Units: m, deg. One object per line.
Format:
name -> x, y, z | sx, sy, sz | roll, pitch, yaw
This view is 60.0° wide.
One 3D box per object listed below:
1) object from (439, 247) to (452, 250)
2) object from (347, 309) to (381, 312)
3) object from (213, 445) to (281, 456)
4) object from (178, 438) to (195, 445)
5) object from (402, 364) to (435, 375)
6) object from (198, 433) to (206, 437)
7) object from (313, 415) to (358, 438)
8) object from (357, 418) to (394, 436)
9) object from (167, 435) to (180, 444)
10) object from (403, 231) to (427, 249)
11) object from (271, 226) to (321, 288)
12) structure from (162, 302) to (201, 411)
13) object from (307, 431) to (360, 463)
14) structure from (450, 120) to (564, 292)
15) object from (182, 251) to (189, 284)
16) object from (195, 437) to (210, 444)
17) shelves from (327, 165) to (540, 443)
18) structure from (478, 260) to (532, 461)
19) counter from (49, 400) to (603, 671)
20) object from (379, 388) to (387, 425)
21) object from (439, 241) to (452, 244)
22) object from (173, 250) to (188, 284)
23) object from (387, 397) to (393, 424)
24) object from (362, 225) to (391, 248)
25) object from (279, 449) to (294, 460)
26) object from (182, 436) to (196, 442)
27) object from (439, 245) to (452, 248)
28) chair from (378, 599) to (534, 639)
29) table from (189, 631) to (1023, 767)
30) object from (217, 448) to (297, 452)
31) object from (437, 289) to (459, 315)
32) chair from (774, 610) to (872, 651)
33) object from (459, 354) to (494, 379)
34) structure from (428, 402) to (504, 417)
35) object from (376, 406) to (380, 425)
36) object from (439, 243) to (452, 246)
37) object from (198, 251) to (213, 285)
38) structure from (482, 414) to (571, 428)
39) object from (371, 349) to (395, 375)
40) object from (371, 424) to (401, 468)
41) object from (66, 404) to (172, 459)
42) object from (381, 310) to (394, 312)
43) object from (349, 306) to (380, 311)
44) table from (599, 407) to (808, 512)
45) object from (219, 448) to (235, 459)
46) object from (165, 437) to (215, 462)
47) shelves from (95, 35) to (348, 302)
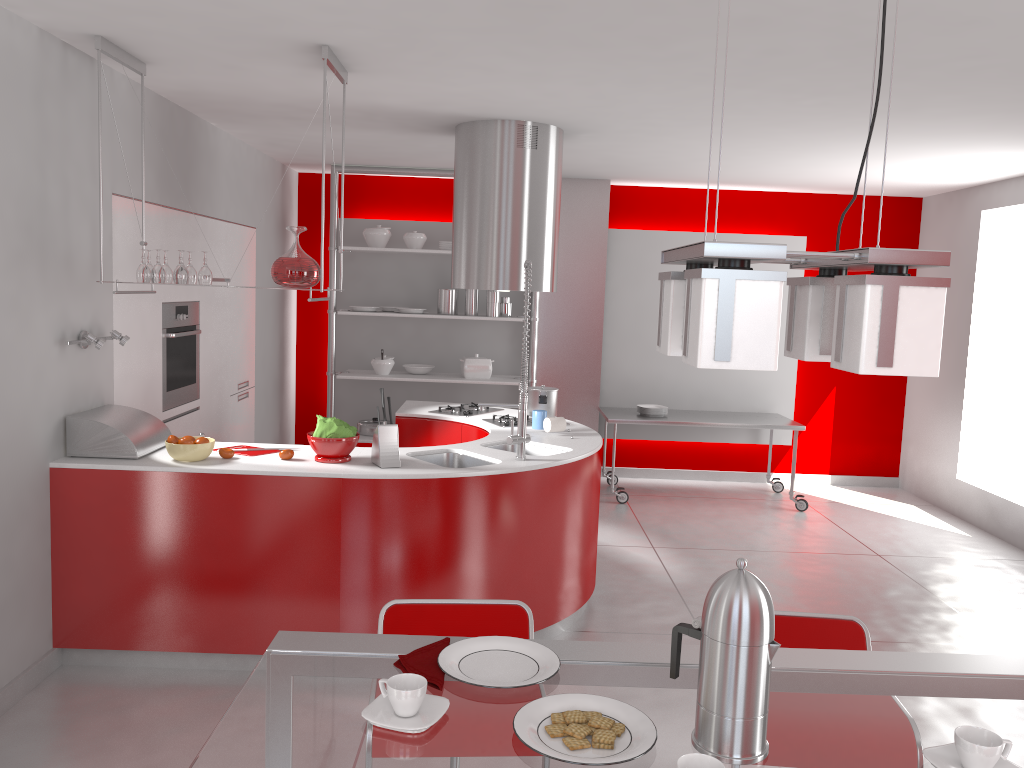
object -> -0.490, -1.089, 7.209 | 0.200, 0.030, 0.200 | 2, 6, -1
object -> -1.193, -0.590, 7.157 | 0.280, 0.015, 0.280 | 7, 8, 36
object -> -1.209, 0.304, 4.044 | 0.266, 0.006, 0.168 | 5, 7, 26
object -> -1.389, 0.256, 3.786 | 0.065, 0.052, 0.062 | 0, 6, -16
object -> -0.781, -0.118, 7.405 | 0.272, 0.072, 0.272 | -2, 8, -36
object -> -1.437, 0.258, 4.107 | 0.043, 0.066, 0.042 | 4, 6, 12
object -> -0.776, 0.225, 3.909 | 0.198, 0.182, 0.193 | 3, 6, 5
object -> -1.149, 0.354, 7.377 | 0.308, 0.130, 0.407 | 3, 6, 7
object -> -1.448, 0.247, 3.802 | 0.055, 0.058, 0.066 | 1, 6, -15
object -> -0.787, -1.160, 7.176 | 0.192, 0.153, 0.192 | 4, 6, 13
object -> -0.942, -0.551, 3.867 | 0.213, 0.266, 0.213 | 5, 7, 27
structure -> -1.885, -0.173, 5.106 | 0.050, 0.589, 0.599 | 2, 6, -1
object -> -0.789, 0.278, 3.914 | 0.229, 0.118, 0.228 | -1, 7, -29
structure -> -0.033, -1.038, 5.329 | 0.644, 0.958, 0.644 | -2, 7, -34
object -> -1.417, -0.500, 3.805 | 0.060, 0.141, 0.060 | 2, 6, -1
object -> -1.339, 0.254, 3.827 | 0.066, 0.049, 0.062 | 3, 6, 7
shelves -> -0.647, -0.443, 7.288 | 1.735, 2.599, 0.535 | 2, 6, -1
structure -> 0.016, -0.115, 4.096 | 0.178, 0.920, 0.308 | 8, 8, 42
counter -> -0.633, 0.717, 4.557 | 1.868, 0.880, 2.865 | 6, 7, 33
object -> -0.554, 0.183, 3.865 | 0.014, 0.322, 0.150 | -1, 7, -29
object -> -0.488, -1.136, 7.204 | 0.200, 0.030, 0.200 | 2, 6, -1
object -> -1.391, -0.491, 3.723 | 0.060, 0.141, 0.060 | 0, 7, -24
object -> -0.526, 0.199, 3.871 | 0.012, 0.279, 0.130 | -1, 7, -29
object -> -1.093, -1.190, 7.170 | 0.231, 0.191, 0.231 | 7, 8, 40
object -> -0.989, 0.308, 3.891 | 0.064, 0.048, 0.063 | 0, 7, -22
object -> -1.403, 0.249, 3.846 | 0.066, 0.049, 0.062 | 2, 6, -4
object -> -0.489, -1.105, 7.207 | 0.200, 0.030, 0.200 | 2, 6, -1
chair -> -0.142, 1.006, 2.154 | 0.418, 0.857, 0.460 | 2, 6, -5
table -> 0.389, 1.040, 1.354 | 1.700, 1.000, 0.800 | 2, 6, -1
object -> -1.155, 0.298, 4.062 | 0.375, 0.008, 0.041 | 0, 7, -24
object -> -0.528, -0.667, 7.208 | 0.184, 0.205, 0.172 | 3, 6, 5
chair -> 0.693, 1.038, 2.159 | 0.418, 0.857, 0.460 | 3, 6, 4
object -> -0.296, -0.151, 7.314 | 0.282, 0.197, 0.235 | 1, 6, -11
structure -> -0.284, 0.154, 5.623 | 0.303, 0.037, 0.457 | 6, 7, 29
object -> -0.574, 0.198, 3.846 | 0.009, 0.197, 0.091 | -1, 7, -29
object -> -0.489, -1.120, 7.205 | 0.200, 0.030, 0.200 | 2, 6, -1
object -> -1.317, -0.497, 3.807 | 0.060, 0.141, 0.060 | 2, 6, -1
structure -> 0.086, 0.209, 5.242 | 0.457, 0.037, 0.303 | -1, 7, -26
object -> -1.056, -0.183, 7.248 | 0.192, 0.214, 0.192 | 1, 6, -14
object -> -0.545, 0.261, 3.848 | 0.091, 0.178, 0.137 | -1, 7, -27
object -> -1.736, 0.206, 3.950 | 0.300, 0.170, 0.400 | 2, 6, -1
object -> -0.984, -0.606, 7.380 | 0.280, 0.015, 0.280 | 7, 8, 36
object -> -1.192, -0.603, 7.156 | 0.244, 0.042, 0.244 | 0, 6, -16
table -> 1.541, 0.603, 7.322 | 1.627, 0.682, 0.749 | 2, 6, 0
object -> -1.244, 0.303, 3.868 | 0.065, 0.047, 0.063 | 2, 6, -1
object -> -1.381, 0.285, 3.806 | 0.201, 0.086, 0.201 | 2, 6, 0
shelves -> -1.218, -0.886, 3.810 | 0.934, 1.023, 0.462 | 2, 6, -1
